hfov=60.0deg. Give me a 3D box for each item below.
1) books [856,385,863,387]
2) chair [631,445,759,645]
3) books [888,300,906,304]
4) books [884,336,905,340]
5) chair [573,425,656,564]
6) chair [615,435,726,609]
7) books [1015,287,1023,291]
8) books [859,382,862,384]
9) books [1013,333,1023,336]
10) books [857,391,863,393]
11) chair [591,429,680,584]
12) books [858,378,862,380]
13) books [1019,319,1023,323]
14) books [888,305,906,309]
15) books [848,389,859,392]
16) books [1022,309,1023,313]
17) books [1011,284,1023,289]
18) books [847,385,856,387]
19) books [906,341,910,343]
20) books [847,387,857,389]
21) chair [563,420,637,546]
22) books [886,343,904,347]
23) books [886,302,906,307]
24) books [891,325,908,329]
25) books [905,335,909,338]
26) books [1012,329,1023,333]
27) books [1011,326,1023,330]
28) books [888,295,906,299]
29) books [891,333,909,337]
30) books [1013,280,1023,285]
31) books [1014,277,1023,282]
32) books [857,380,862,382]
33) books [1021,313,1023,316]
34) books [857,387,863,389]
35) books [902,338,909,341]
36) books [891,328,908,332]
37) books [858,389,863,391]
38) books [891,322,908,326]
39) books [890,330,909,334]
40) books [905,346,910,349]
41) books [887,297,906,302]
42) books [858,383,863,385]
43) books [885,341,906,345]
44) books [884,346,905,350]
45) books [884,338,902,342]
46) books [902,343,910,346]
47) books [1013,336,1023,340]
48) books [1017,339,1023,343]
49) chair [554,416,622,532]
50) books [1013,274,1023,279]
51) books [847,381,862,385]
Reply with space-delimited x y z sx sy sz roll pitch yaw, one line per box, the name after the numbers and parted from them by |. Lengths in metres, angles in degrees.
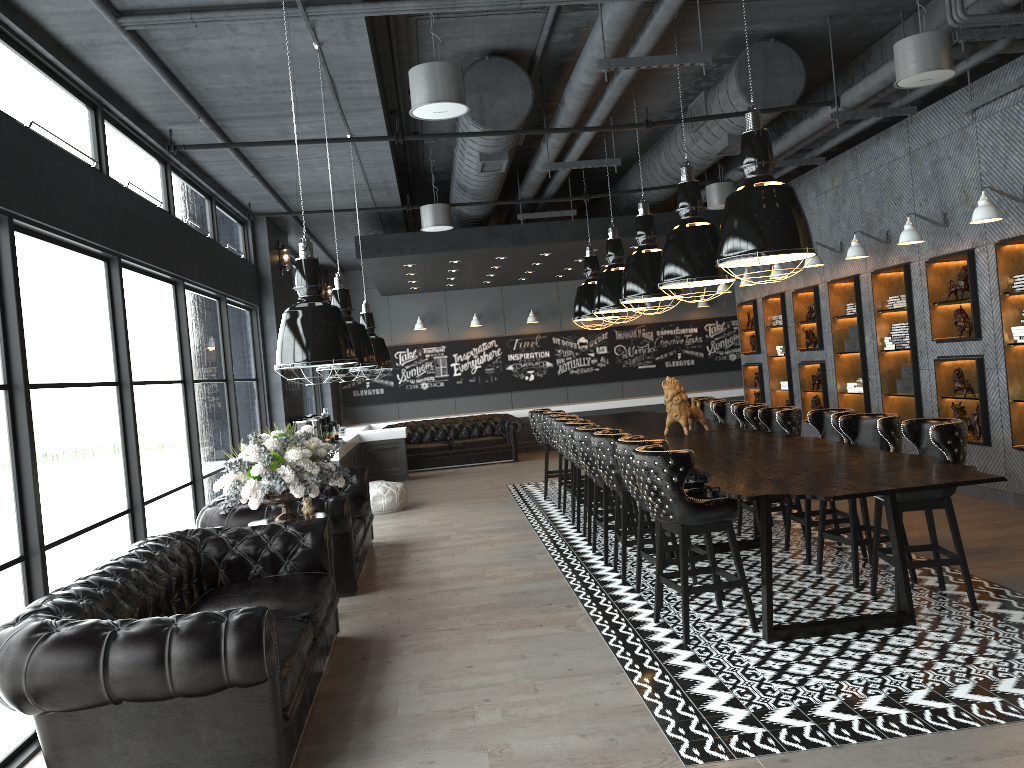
4.241 0.021 10.580 0.205 0.019 0.264 -5 1 -6 | books
1.043 0.910 5.278 0.568 1.092 0.504 -5 1 -13 | chair
4.286 -0.906 9.776 0.193 0.028 0.245 -5 1 3 | books
4.278 -0.516 9.806 0.245 0.028 0.193 -5 1 2 | books
0.839 0.888 7.391 0.568 1.092 0.504 -5 1 -7 | chair
1.028 0.897 6.012 0.568 1.092 0.504 -5 1 -11 | chair
4.480 -0.826 7.609 0.193 0.028 0.245 -5 1 0 | books
4.273 -0.025 10.571 0.244 0.023 0.247 -6 1 -20 | books
4.485 -0.437 7.630 0.245 0.028 0.193 -5 1 -3 | books
4.247 0.084 10.574 0.167 0.023 0.228 -5 1 -5 | books
0.924 0.893 6.709 0.568 1.092 0.504 -5 1 -1 | chair
4.266 -0.068 10.580 0.185 0.024 0.212 -5 1 -10 | books
4.467 -0.546 7.496 0.193 0.028 0.245 -6 1 -29 | books
4.272 -0.848 9.768 0.193 0.028 0.245 -5 1 11 | books
4.269 0.070 10.866 0.179 0.034 0.243 -6 1 -26 | books
4.499 -0.634 7.521 0.193 0.028 0.245 -6 1 -34 | books
4.465 -0.853 7.637 0.193 0.028 0.245 -5 1 -1 | books
4.276 0.016 10.903 0.243 0.024 0.175 -5 1 -6 | books
4.380 -0.463 9.506 0.193 0.028 0.245 -5 1 -9 | books
4.257 0.042 10.880 0.166 0.024 0.227 -6 1 -37 | books
0.799 0.878 8.137 0.568 1.092 0.504 -5 1 -1 | chair
4.282 -0.431 9.766 0.245 0.028 0.193 -5 1 -6 | books
4.267 -0.876 9.795 0.193 0.028 0.245 -5 1 6 | books
4.299 -0.628 9.684 0.194 0.028 0.245 -6 1 -44 | books
4.367 -0.518 9.485 0.193 0.028 0.245 -5 1 -10 | books
4.474 -0.464 7.629 0.245 0.028 0.193 -5 1 -10 | books
4.470 -0.492 7.628 0.245 0.028 0.193 -5 1 -7 | books
4.301 -0.964 9.767 0.193 0.028 0.245 -5 1 -5 | books
4.298 -0.543 9.673 0.193 0.028 0.245 -6 1 -36 | books
4.465 -0.881 7.607 0.193 0.028 0.245 -5 1 -3 | books
4.473 -0.910 7.597 0.193 0.028 0.245 -5 1 -5 | books
4.246 -0.044 10.573 0.197 0.020 0.206 -5 1 -3 | books
4.496 -0.605 7.520 0.193 0.028 0.245 -6 1 -25 | books
4.249 0.041 10.583 0.202 0.022 0.228 -5 1 -2 | books
4.356 -0.490 9.523 0.193 0.028 0.245 -6 1 -15 | books
4.315 -0.602 9.698 0.193 0.028 0.245 -6 1 -35 | books
4.251 0.063 10.581 0.158 0.021 0.224 -5 1 4 | books
4.310 -0.658 9.679 0.193 0.028 0.245 -6 1 -30 | books
4.287 -0.570 9.674 0.193 0.028 0.245 -6 1 -33 | books
4.356 -0.404 9.496 0.193 0.028 0.245 -5 1 -1 | books
4.293 -0.935 9.774 0.193 0.028 0.245 -5 1 -13 | books
4.249 -0.001 10.586 0.197 0.023 0.248 -5 1 12 | books
4.293 -0.461 9.817 0.245 0.028 0.193 -5 1 1 | books
4.281 -0.403 9.806 0.245 0.028 0.193 -5 1 -12 | books
4.262 -0.486 9.785 0.245 0.028 0.193 -5 1 8 | books
4.322 -0.430 9.513 0.193 0.028 0.245 -5 1 6 | books
4.457 -0.406 7.598 0.245 0.028 0.193 -5 1 16 | books
4.508 -0.382 7.622 0.245 0.028 0.193 -5 1 10 | books
0.747 0.869 8.846 0.568 1.092 0.504 -5 1 -2 | chair
4.469 -0.938 7.618 0.193 0.028 0.245 -5 1 -2 | books
4.258 -0.008 10.865 0.225 0.029 0.179 -6 1 -20 | books
